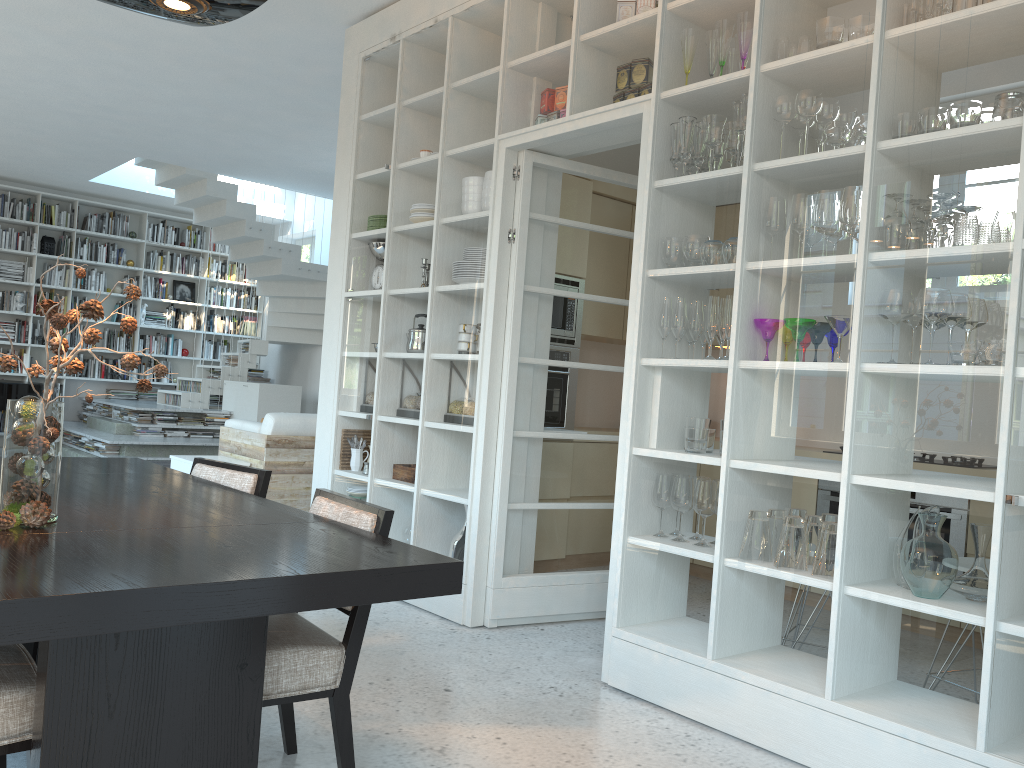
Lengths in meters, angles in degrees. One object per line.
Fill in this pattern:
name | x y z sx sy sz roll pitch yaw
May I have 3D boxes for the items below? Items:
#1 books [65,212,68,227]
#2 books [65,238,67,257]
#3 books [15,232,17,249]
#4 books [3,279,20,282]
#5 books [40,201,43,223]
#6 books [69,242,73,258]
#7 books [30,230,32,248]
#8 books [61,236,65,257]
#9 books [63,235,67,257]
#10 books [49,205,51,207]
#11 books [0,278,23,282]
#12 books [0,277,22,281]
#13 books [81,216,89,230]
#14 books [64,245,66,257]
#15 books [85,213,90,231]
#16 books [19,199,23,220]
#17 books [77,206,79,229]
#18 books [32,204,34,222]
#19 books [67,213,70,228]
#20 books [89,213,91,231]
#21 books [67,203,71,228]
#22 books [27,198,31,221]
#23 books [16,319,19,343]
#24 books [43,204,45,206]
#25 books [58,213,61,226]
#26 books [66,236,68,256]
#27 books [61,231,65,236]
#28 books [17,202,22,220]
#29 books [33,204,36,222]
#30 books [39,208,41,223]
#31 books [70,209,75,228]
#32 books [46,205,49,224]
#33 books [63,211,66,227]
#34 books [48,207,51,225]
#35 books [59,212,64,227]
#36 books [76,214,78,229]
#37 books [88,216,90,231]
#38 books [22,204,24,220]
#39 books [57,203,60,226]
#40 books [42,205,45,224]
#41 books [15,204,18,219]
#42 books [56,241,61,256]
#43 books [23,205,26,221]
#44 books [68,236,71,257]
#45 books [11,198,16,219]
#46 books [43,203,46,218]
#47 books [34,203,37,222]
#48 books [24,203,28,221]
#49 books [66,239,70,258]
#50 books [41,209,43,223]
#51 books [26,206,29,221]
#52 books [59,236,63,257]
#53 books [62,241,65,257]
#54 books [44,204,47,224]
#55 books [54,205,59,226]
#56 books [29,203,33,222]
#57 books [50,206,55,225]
books | -5.608 -2.040 11.120 0.025 0.203 0.162 4 0 -40
books | -5.609 -1.699 11.123 0.005 0.255 0.158 4 0 -40
books | -6.049 -1.725 10.776 0.011 0.239 0.139 4 0 -40
books | -6.104 -1.249 10.757 0.254 0.012 0.161 5 -1 -40
books | -5.816 -2.105 10.927 0.007 0.298 0.181 4 0 -40
books | -5.561 -1.674 11.147 0.008 0.214 0.223 4 0 -40
books | -5.925 -1.746 10.885 0.010 0.299 0.133 4 0 -40
books | -5.641 -1.710 11.091 0.022 0.272 0.181 4 0 -40
books | -5.619 -1.716 11.102 0.021 0.288 0.179 4 0 -40
books | -5.757 -2.082 11.010 0.007 0.264 0.133 4 0 -40
books | -6.097 -1.260 10.750 0.254 0.012 0.161 5 -1 -44
books | -6.098 -1.273 10.752 0.254 0.012 0.161 5 -1 -37
books | -5.424 -2.025 11.251 0.046 0.206 0.183 4 0 -40
books | -5.624 -1.678 11.125 0.013 0.210 0.140 4 0 -40
books | -5.406 -2.044 11.274 0.009 0.244 0.173 4 0 -40
books | -5.975 -2.104 10.776 0.010 0.270 0.180 4 0 -40
books | -5.495 -2.081 11.183 0.019 0.304 0.175 4 0 -40
books | -5.896 -2.084 10.879 0.014 0.244 0.145 4 0 -40
books | -5.586 -2.033 11.129 0.022 0.194 0.181 4 0 -40
books | -5.401 -2.049 11.302 0.012 0.255 0.133 4 0 -40
books | -5.578 -2.101 11.154 0.012 0.329 0.128 4 0 -40
books | -5.923 -2.118 10.851 0.012 0.308 0.138 4 0 -40
books | -6.060 -0.650 10.850 0.011 0.299 0.130 4 0 -40
books | -5.793 -2.084 10.943 0.006 0.260 0.166 4 0 -40
books | -5.658 -2.032 11.056 0.022 0.180 0.173 4 0 -40
books | -5.619 -1.716 11.150 0.013 0.289 0.131 4 0 -40
books | -5.642 -1.744 11.108 0.025 0.339 0.142 4 0 -40
books | -5.998 -2.089 10.777 0.023 0.236 0.154 4 0 -40
books | -5.880 -2.080 10.882 0.014 0.239 0.153 4 0 -40
books | -5.840 -2.059 10.933 0.016 0.204 0.143 4 0 -40
books | -5.545 -2.060 11.142 0.029 0.253 0.186 4 0 -40
books | -5.763 -2.082 10.982 0.008 0.262 0.142 4 0 -40
books | -5.616 -2.046 11.086 0.031 0.213 0.169 4 0 -40
books | -5.744 -2.067 10.976 0.015 0.234 0.171 4 0 -40
books | -5.640 -2.042 11.072 0.024 0.201 0.180 4 0 -40
books | -5.519 -2.046 11.176 0.033 0.229 0.175 4 0 -40
books | -5.404 -2.043 11.287 0.011 0.244 0.172 4 0 -40
books | -5.975 -2.077 10.791 0.012 0.217 0.179 4 0 -40
books | -5.667 -2.092 11.047 0.010 0.297 0.167 4 0 -40
books | -5.789 -2.073 10.928 0.007 0.239 0.191 4 0 -40
books | -6.018 -2.074 10.755 0.033 0.203 0.166 4 0 -40
books | -5.674 -1.683 11.091 0.019 0.214 0.156 4 0 -40
books | -5.951 -2.068 10.790 0.023 0.202 0.193 4 0 -40
books | -5.585 -1.715 11.169 0.005 0.292 0.130 4 0 -40
books | -6.051 -2.110 10.749 0.028 0.270 0.140 4 0 -40
books | -5.795 -2.093 10.956 0.007 0.279 0.150 4 0 -40
books | -5.870 -2.088 10.898 0.022 0.257 0.136 4 0 -40
books | -5.960 -2.084 10.839 0.026 0.233 0.137 4 0 -40
books | -5.583 -1.694 11.127 0.013 0.248 0.186 4 0 -40
books | -5.816 -2.052 10.940 0.015 0.192 0.160 4 0 -40
books | -5.941 -2.068 10.848 0.014 0.204 0.135 4 0 -40
books | -5.645 -1.711 11.071 0.021 0.272 0.190 4 0 -40
books | -5.643 -1.682 11.112 0.024 0.217 0.168 4 0 -40
books | -5.774 -2.083 10.962 0.034 0.261 0.157 4 0 -40
books | -5.695 -2.083 11.048 0.030 0.274 0.151 4 0 -40
books | -5.906 -2.085 10.858 0.028 0.244 0.161 4 0 -40
books | -5.714 -2.074 11.005 0.054 0.254 0.190 4 0 -40
